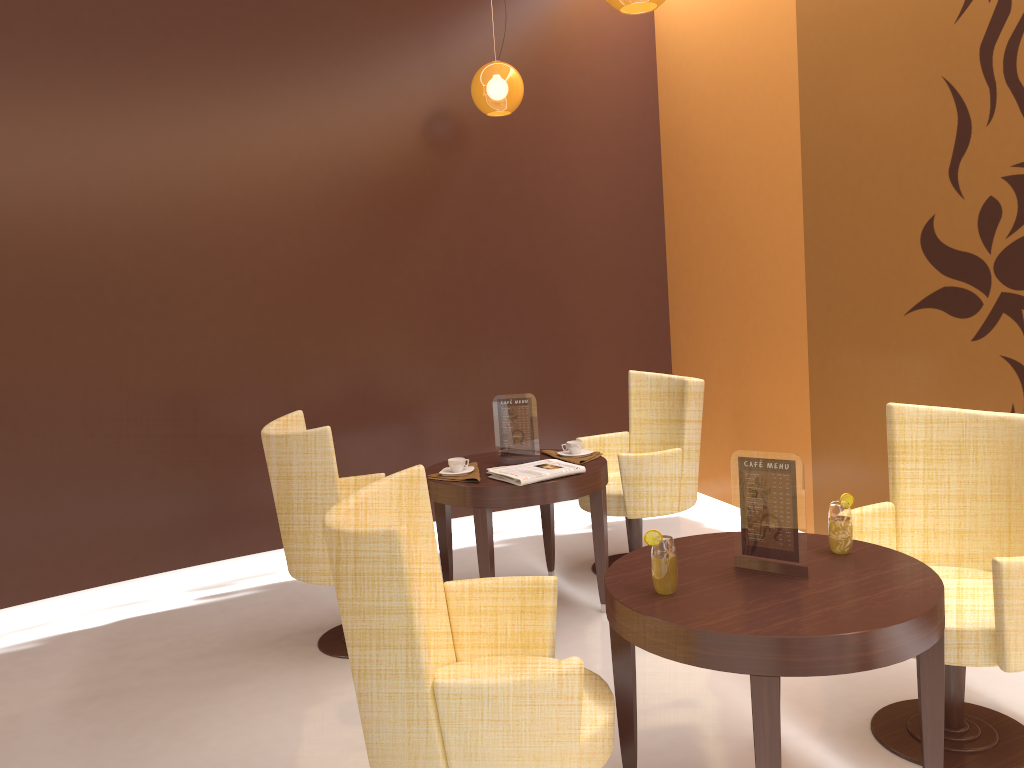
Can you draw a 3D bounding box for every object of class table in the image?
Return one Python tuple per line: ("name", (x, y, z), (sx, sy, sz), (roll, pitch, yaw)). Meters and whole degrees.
("table", (0.036, 0.724, 4.228), (0.872, 0.679, 0.874), (-2, 6, 19))
("table", (0.711, 0.854, 2.441), (0.872, 0.679, 0.874), (-2, 6, 14))

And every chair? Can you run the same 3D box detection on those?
("chair", (1.407, 0.603, 2.781), (0.685, 1.017, 0.729), (-7, 6, -29))
("chair", (-0.087, 0.759, 2.231), (0.685, 1.017, 0.729), (-4, 6, 0))
("chair", (0.678, 0.465, 4.682), (0.685, 1.017, 0.729), (-6, 6, -18))
("chair", (-0.707, 0.636, 3.906), (0.685, 1.017, 0.729), (-6, 6, -20))

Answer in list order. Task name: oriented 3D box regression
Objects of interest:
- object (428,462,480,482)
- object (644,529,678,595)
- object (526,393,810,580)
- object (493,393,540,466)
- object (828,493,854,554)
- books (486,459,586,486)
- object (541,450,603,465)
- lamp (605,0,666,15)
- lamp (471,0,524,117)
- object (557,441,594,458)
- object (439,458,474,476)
("object", (-0.269, 0.409, 4.058), (0.239, 0.021, 0.464), (-4, 6, -3))
("object", (0.394, 0.461, 2.307), (0.072, 0.171, 0.067), (-8, 7, -34))
("object", (0.381, 0.282, 3.298), (0.187, 0.335, 2.090), (-6, 6, -21))
("object", (0.020, 0.215, 4.225), (0.209, 0.335, 0.042), (-3, 6, 6))
("object", (0.942, 0.400, 2.544), (0.067, 0.171, 0.072), (-1, 6, 30))
("books", (0.101, 0.388, 3.948), (0.367, 0.035, 0.345), (-7, 6, -27))
("object", (0.328, 0.343, 4.314), (0.239, 0.021, 0.464), (-6, 6, -21))
("lamp", (0.418, -2.133, 3.206), (0.299, 1.500, 0.299), (-1, 6, 25))
("lamp", (-0.124, -2.264, 4.917), (0.299, 1.500, 0.299), (-6, 6, -17))
("object", (0.308, 0.316, 4.312), (0.153, 0.069, 0.153), (-8, 7, -33))
("object", (-0.254, 0.378, 4.063), (0.153, 0.069, 0.153), (-3, 6, 9))
